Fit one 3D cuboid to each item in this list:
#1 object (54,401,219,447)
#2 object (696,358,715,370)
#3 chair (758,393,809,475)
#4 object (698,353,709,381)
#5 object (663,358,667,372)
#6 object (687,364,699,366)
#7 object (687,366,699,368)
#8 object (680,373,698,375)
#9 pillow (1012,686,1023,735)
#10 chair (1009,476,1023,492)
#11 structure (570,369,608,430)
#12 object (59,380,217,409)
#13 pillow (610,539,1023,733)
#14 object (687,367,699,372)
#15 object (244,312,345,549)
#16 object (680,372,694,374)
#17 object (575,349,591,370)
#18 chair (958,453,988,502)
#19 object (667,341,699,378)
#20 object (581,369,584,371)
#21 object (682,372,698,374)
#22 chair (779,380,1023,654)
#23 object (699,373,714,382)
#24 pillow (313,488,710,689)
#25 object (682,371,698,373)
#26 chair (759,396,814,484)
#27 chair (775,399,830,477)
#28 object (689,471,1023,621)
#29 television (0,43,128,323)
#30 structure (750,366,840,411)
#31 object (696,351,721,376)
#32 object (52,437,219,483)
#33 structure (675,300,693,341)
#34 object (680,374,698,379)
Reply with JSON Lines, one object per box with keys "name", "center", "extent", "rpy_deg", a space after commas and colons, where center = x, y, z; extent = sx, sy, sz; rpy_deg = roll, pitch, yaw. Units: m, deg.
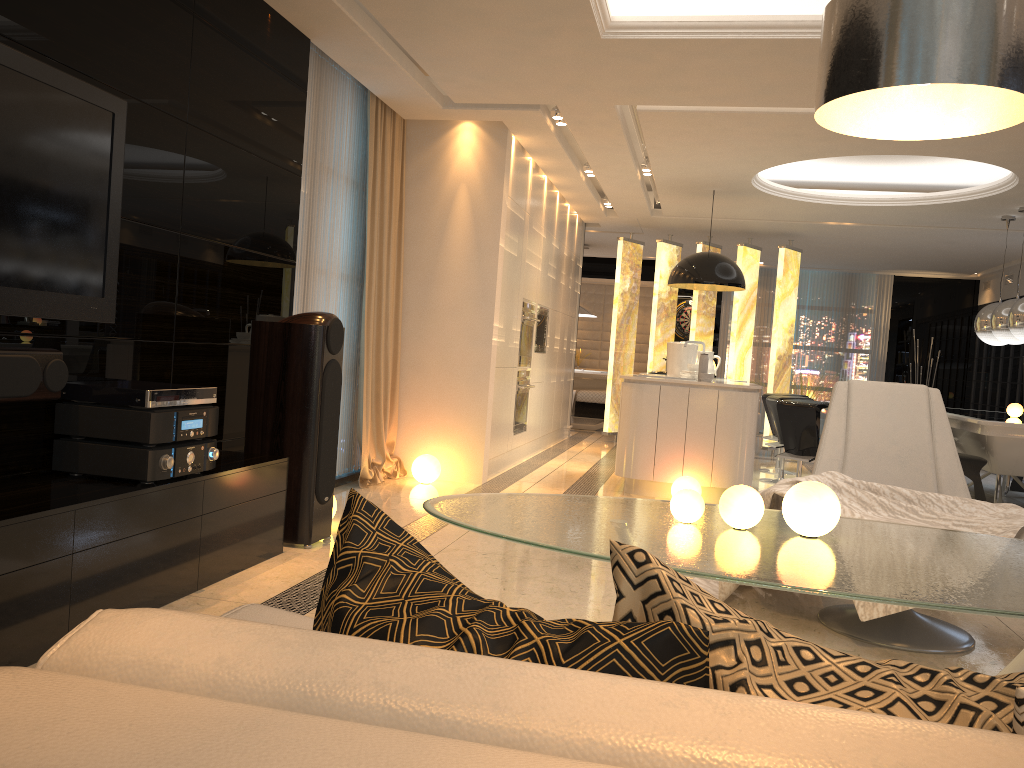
{"name": "object", "center": [-1.369, 0.141, 3.308], "extent": [0.407, 0.130, 0.446], "rpy_deg": [5, 2, 12]}
{"name": "object", "center": [1.852, -0.162, 8.548], "extent": [0.212, 0.214, 0.213], "rpy_deg": [3, 2, -28]}
{"name": "chair", "center": [2.687, 0.489, 8.866], "extent": [0.380, 0.789, 0.380], "rpy_deg": [3, 2, -20]}
{"name": "object", "center": [1.475, -0.132, 6.837], "extent": [0.071, 0.219, 0.071], "rpy_deg": [4, 2, 3]}
{"name": "object", "center": [1.751, -0.192, 9.385], "extent": [0.253, 0.147, 0.266], "rpy_deg": [3, 3, -35]}
{"name": "object", "center": [1.628, -0.145, 7.891], "extent": [0.138, 0.051, 0.138], "rpy_deg": [3, 2, -30]}
{"name": "object", "center": [1.627, -0.128, 7.891], "extent": [0.138, 0.051, 0.138], "rpy_deg": [3, 2, -30]}
{"name": "object", "center": [1.622, -0.072, 7.894], "extent": [0.264, 0.033, 0.264], "rpy_deg": [4, 2, -19]}
{"name": "pillow", "center": [0.646, 0.441, 0.737], "extent": [0.587, 0.429, 0.288], "rpy_deg": [4, 2, -13]}
{"name": "chair", "center": [5.152, 0.651, 8.503], "extent": [0.496, 0.858, 0.523], "rpy_deg": [5, 2, 12]}
{"name": "structure", "center": [0.365, 0.151, 13.029], "extent": [2.912, 0.812, 1.659], "rpy_deg": [5, 2, 12]}
{"name": "object", "center": [-1.382, 0.039, 3.310], "extent": [0.371, 0.070, 0.441], "rpy_deg": [5, 2, 12]}
{"name": "pillow", "center": [0.351, 0.409, 0.875], "extent": [0.575, 0.436, 0.301], "rpy_deg": [5, 2, 18]}
{"name": "object", "center": [1.626, -0.122, 7.892], "extent": [0.138, 0.051, 0.138], "rpy_deg": [3, 2, -30]}
{"name": "object", "center": [-1.102, 0.200, 4.339], "extent": [0.468, 1.127, 0.285], "rpy_deg": [5, 2, 12]}
{"name": "object", "center": [1.623, -0.078, 7.893], "extent": [0.264, 0.033, 0.264], "rpy_deg": [4, 2, -19]}
{"name": "object", "center": [1.200, -0.282, 15.706], "extent": [0.390, 0.718, 0.388], "rpy_deg": [4, 2, 3]}
{"name": "chair", "center": [3.489, 0.580, 7.036], "extent": [0.496, 0.858, 0.523], "rpy_deg": [5, 2, 12]}
{"name": "object", "center": [1.569, -0.229, 8.206], "extent": [0.288, 0.330, 0.288], "rpy_deg": [5, 2, 29]}
{"name": "object", "center": [1.022, -0.184, 12.887], "extent": [0.057, 0.057, 0.057], "rpy_deg": [4, 2, -18]}
{"name": "object", "center": [1.623, -0.089, 7.892], "extent": [0.229, 0.016, 0.229], "rpy_deg": [6, 3, 42]}
{"name": "chair", "center": [1.602, 0.492, 3.684], "extent": [1.027, 0.991, 0.983], "rpy_deg": [5, 2, 11]}
{"name": "object", "center": [1.482, -0.050, 6.751], "extent": [0.111, 0.062, 0.111], "rpy_deg": [6, 2, 33]}
{"name": "pillow", "center": [-0.036, 0.377, 0.982], "extent": [0.575, 0.436, 0.301], "rpy_deg": [6, 3, 43]}
{"name": "object", "center": [1.624, -0.098, 7.892], "extent": [0.229, 0.016, 0.229], "rpy_deg": [6, 3, 42]}
{"name": "chair", "center": [2.475, 0.502, 8.060], "extent": [0.380, 0.789, 0.380], "rpy_deg": [4, 2, -5]}
{"name": "chair", "center": [2.305, 0.525, 7.070], "extent": [0.380, 0.789, 0.380], "rpy_deg": [6, 3, 45]}
{"name": "object", "center": [1.375, 0.674, 3.681], "extent": [0.972, 0.580, 1.347], "rpy_deg": [2, 3, -41]}
{"name": "television", "center": [-1.645, -0.636, 2.696], "extent": [0.055, 0.839, 1.358], "rpy_deg": [5, 2, 12]}
{"name": "structure", "center": [4.377, 0.277, 13.332], "extent": [1.275, 1.142, 1.282], "rpy_deg": [3, 2, -32]}
{"name": "object", "center": [1.822, -0.178, 8.323], "extent": [0.211, 0.254, 0.183], "rpy_deg": [3, 2, -26]}
{"name": "object", "center": [-1.373, 0.271, 3.311], "extent": [0.419, 0.130, 0.446], "rpy_deg": [5, 2, 12]}
{"name": "structure", "center": [2.907, -1.035, 14.426], "extent": [0.669, 0.669, 0.048], "rpy_deg": [5, 2, 12]}
{"name": "object", "center": [1.622, -0.065, 7.894], "extent": [0.264, 0.033, 0.264], "rpy_deg": [4, 2, -19]}
